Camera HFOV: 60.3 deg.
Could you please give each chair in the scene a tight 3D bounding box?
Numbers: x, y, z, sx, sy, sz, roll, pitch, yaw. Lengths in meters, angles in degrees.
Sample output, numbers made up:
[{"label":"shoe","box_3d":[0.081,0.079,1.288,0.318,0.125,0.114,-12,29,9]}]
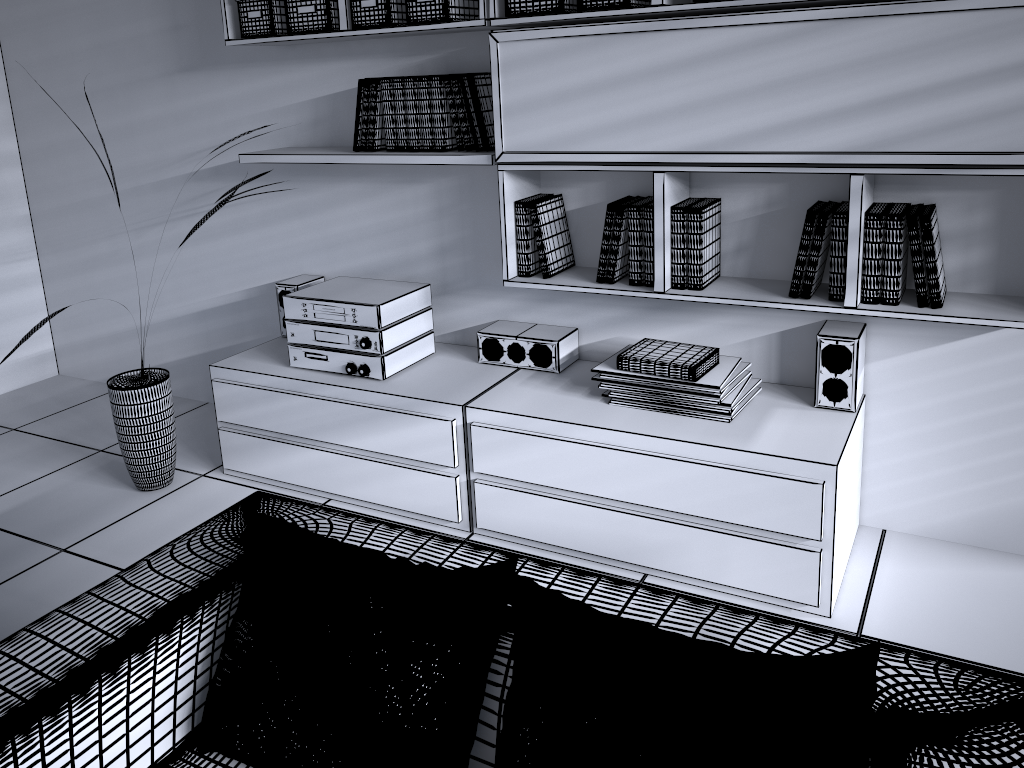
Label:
[{"label":"chair","box_3d":[-0.096,0.755,1.369,1.657,0.537,0.984,8,21,28]}]

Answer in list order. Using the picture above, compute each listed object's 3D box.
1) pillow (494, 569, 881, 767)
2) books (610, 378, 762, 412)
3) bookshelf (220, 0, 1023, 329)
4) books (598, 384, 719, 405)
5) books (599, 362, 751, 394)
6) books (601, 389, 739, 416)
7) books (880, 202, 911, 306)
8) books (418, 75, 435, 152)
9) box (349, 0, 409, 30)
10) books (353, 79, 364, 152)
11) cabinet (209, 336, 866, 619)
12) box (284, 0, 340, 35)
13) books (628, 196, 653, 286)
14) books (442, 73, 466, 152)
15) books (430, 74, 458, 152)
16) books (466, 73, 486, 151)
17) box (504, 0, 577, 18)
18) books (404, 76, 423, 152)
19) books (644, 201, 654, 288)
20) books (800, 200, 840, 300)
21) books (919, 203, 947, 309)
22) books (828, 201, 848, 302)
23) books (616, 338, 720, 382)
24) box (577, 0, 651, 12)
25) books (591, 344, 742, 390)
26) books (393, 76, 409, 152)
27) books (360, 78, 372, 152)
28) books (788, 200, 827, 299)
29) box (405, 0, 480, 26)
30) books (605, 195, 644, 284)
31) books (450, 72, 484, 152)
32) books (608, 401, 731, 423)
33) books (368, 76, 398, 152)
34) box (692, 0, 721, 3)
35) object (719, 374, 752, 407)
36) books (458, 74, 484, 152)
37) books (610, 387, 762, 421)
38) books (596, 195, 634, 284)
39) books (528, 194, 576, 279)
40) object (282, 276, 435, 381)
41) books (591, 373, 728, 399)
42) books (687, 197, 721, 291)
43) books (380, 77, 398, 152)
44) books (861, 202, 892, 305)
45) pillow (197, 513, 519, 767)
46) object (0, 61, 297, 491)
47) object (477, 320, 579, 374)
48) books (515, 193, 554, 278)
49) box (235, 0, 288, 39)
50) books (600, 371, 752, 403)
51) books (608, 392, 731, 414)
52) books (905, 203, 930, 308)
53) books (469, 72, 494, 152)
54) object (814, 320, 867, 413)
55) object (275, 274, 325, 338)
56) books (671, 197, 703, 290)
[{"label":"pillow","box_3d":[0.210,0.556,1.278,0.568,0.387,0.308,6,18,25]},{"label":"books","box_3d":[0.543,0.006,2.780,0.417,0.008,0.292,8,22,29]},{"label":"bookshelf","box_3d":[0.241,-0.930,2.804,2.831,1.218,0.335,8,18,28]},{"label":"books","box_3d":[0.508,-0.012,2.798,0.417,0.008,0.292,8,22,29]},{"label":"books","box_3d":[0.511,-0.046,2.784,0.417,0.008,0.292,8,22,29]},{"label":"books","box_3d":[0.533,0.018,2.801,0.417,0.008,0.292,8,22,29]},{"label":"books","box_3d":[1.089,-0.372,2.503,0.050,0.251,0.212,5,18,28]},{"label":"books","box_3d":[-0.250,-0.959,3.110,0.050,0.251,0.212,5,18,28]},{"label":"box","box_3d":[-0.417,-1.319,3.065,0.175,0.157,0.288,6,20,28]},{"label":"books","box_3d":[-0.507,-0.990,3.238,0.072,0.251,0.212,5,18,27]},{"label":"cabinet","box_3d":[-0.019,0.197,3.093,2.280,0.437,0.588,8,20,28]},{"label":"box","box_3d":[-0.655,-1.353,3.193,0.212,0.157,0.288,7,21,28]},{"label":"books","box_3d":[0.432,-0.464,2.844,0.050,0.251,0.212,5,18,28]},{"label":"books","box_3d":[-0.150,-0.943,3.052,0.075,0.253,0.212,5,18,28]},{"label":"books","box_3d":[-0.205,-0.952,3.084,0.050,0.251,0.212,5,18,28]},{"label":"books","box_3d":[-0.069,-0.936,3.021,0.072,0.251,0.212,5,18,28]},{"label":"box","box_3d":[0.125,-1.242,2.776,0.213,0.157,0.288,7,21,28]},{"label":"books","box_3d":[-0.299,-0.964,3.129,0.050,0.251,0.212,5,18,28]},{"label":"books","box_3d":[0.477,-0.458,2.819,0.050,0.251,0.212,5,18,28]},{"label":"books","box_3d":[0.904,-0.396,2.588,0.075,0.253,0.212,5,18,27]},{"label":"books","box_3d":[1.173,-0.360,2.455,0.075,0.253,0.212,5,18,28]},{"label":"books","box_3d":[0.964,-0.389,2.559,0.050,0.251,0.212,5,18,28]},{"label":"books","box_3d":[0.489,-0.076,2.756,0.260,0.049,0.212,10,23,32]},{"label":"box","box_3d":[0.325,-1.214,2.669,0.175,0.157,0.288,6,20,28]},{"label":"books","box_3d":[0.498,-0.060,2.796,0.417,0.008,0.292,8,22,29]},{"label":"books","box_3d":[-0.342,-0.972,3.158,0.050,0.251,0.212,5,18,28]},{"label":"books","box_3d":[-0.477,-0.990,3.226,0.075,0.253,0.212,5,18,28]},{"label":"books","box_3d":[0.876,-0.400,2.603,0.075,0.253,0.212,5,18,28]},{"label":"box","box_3d":[-0.217,-1.291,2.959,0.180,0.157,0.288,7,20,28]},{"label":"books","box_3d":[0.371,-0.472,2.873,0.075,0.253,0.212,5,18,27]},{"label":"books","box_3d":[-0.122,-0.939,3.036,0.075,0.253,0.212,5,18,28]},{"label":"books","box_3d":[0.540,0.039,2.794,0.417,0.008,0.292,8,22,29]},{"label":"books","box_3d":[-0.448,-0.986,3.211,0.075,0.253,0.212,5,18,27]},{"label":"box","box_3d":[0.632,-1.170,2.505,0.180,0.157,0.288,6,20,27]},{"label":"object","box_3d":[0.530,-0.008,2.792,0.417,0.008,0.292,8,22,29]},{"label":"books","box_3d":[-0.095,-0.932,3.018,0.072,0.251,0.212,5,18,28]},{"label":"books","box_3d":[0.545,0.032,2.789,0.417,0.008,0.292,8,22,29]},{"label":"books","box_3d":[0.343,-0.476,2.887,0.075,0.253,0.212,5,18,28]},{"label":"books","box_3d":[0.137,-0.507,3.009,0.075,0.253,0.212,5,18,28]},{"label":"object","box_3d":[-0.566,-0.216,3.263,0.432,0.262,0.356,7,20,28]},{"label":"books","box_3d":[0.501,-0.034,2.805,0.417,0.008,0.292,8,22,29]},{"label":"books","box_3d":[0.602,-0.442,2.763,0.050,0.251,0.212,5,18,28]},{"label":"books","box_3d":[-0.388,-0.978,3.182,0.050,0.251,0.212,5,18,28]},{"label":"books","box_3d":[1.043,-0.377,2.523,0.050,0.251,0.212,5,18,28]},{"label":"pillow","box_3d":[-0.300,0.505,1.556,0.569,0.378,0.349,6,19,25]},{"label":"object","box_3d":[-1.308,-0.390,3.247,1.185,1.542,0.255,-12,17,-28]},{"label":"object","box_3d":[0.056,-0.138,3.195,0.330,0.116,0.181,8,21,28]},{"label":"books","box_3d":[0.081,-0.516,3.041,0.050,0.251,0.212,5,18,28]},{"label":"box","box_3d":[-0.870,-1.384,3.308,0.175,0.157,0.288,6,20,27]},{"label":"books","box_3d":[0.513,-0.019,2.793,0.417,0.008,0.292,8,22,29]},{"label":"books","box_3d":[0.537,0.013,2.785,0.417,0.008,0.292,8,22,29]},{"label":"books","box_3d":[1.145,-0.364,2.471,0.075,0.253,0.212,5,18,28]},{"label":"books","box_3d":[-0.060,-0.925,2.988,0.072,0.251,0.212,5,18,27]},{"label":"object","box_3d":[0.998,-0.056,2.678,0.120,0.225,0.181,5,18,28]},{"label":"object","box_3d":[-0.875,-0.322,3.679,0.120,0.225,0.181,5,18,28]},{"label":"books","box_3d":[0.555,-0.447,2.783,0.050,0.251,0.212,5,18,28]}]
